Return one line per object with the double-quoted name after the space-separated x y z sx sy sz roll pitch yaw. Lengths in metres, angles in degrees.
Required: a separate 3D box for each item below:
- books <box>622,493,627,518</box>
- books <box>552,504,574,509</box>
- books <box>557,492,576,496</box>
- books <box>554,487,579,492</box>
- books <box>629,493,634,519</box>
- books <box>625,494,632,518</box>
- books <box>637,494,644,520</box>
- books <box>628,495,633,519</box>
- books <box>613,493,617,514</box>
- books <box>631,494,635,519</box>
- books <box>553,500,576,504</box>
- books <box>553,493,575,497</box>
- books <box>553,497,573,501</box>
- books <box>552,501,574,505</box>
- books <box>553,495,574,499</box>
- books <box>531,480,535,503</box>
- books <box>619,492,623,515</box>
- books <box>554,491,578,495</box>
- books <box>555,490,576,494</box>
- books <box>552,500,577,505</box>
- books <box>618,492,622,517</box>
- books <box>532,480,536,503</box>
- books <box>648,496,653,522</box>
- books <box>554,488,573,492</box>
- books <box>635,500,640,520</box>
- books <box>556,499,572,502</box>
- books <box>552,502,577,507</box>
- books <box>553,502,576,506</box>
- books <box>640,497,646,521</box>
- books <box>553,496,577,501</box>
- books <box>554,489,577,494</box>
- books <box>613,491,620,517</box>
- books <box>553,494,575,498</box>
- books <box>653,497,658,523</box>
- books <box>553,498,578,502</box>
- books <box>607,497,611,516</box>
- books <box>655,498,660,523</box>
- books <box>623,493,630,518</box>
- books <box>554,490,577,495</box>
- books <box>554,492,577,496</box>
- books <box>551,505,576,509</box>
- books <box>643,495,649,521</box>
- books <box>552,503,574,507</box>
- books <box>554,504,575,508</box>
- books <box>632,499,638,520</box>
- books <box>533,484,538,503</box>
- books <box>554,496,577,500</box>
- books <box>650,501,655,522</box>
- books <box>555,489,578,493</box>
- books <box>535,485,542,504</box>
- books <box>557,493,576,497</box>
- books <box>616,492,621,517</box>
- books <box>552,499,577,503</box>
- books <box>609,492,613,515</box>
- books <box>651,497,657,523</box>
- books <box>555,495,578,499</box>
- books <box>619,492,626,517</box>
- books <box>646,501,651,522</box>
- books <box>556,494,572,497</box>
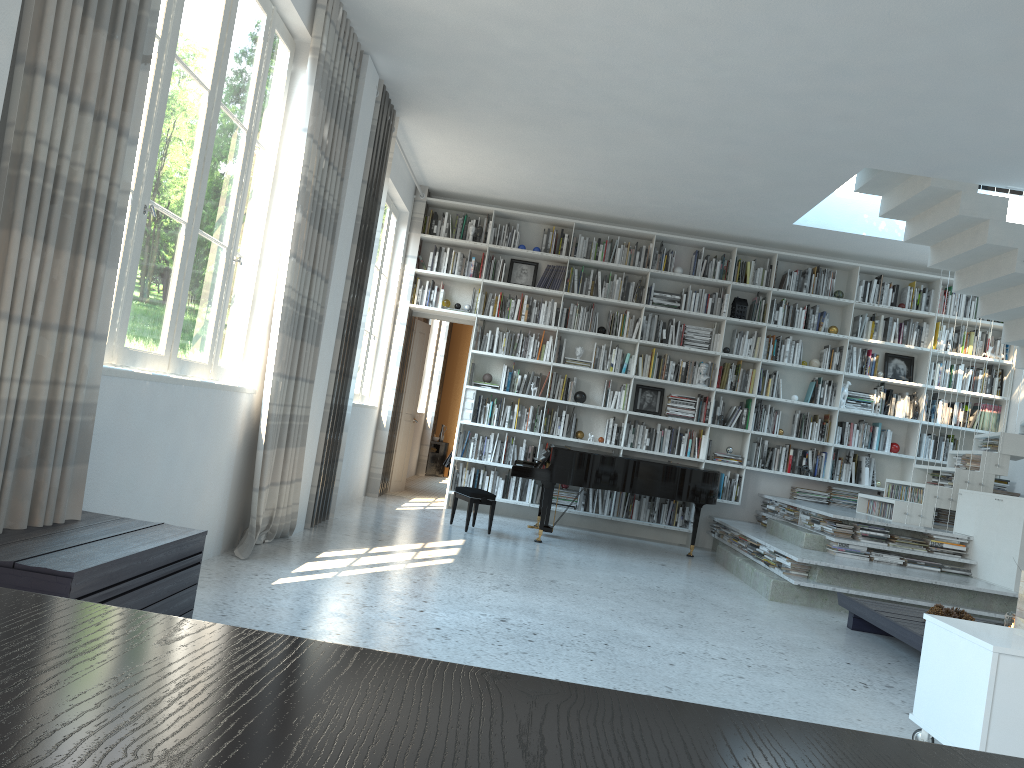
1.163 1.212 9.190 0.012 0.337 0.144 9 -2 2 "books"
0.520 1.263 9.203 0.254 0.007 0.161 9 -3 6 "books"
0.542 1.131 9.208 0.254 0.006 0.161 9 -3 6 "books"
0.548 1.094 9.206 0.285 0.005 0.159 9 -3 7 "books"
1.238 1.255 9.199 0.012 0.276 0.154 9 -2 2 "books"
1.207 1.265 9.198 0.022 0.247 0.144 9 -2 2 "books"
1.326 1.260 9.192 0.026 0.294 0.155 9 -2 2 "books"
1.223 1.271 9.194 0.012 0.238 0.128 9 -2 2 "books"
1.058 1.246 9.205 0.010 0.237 0.134 9 -2 2 "books"
1.248 1.267 9.199 0.012 0.255 0.150 9 -2 2 "books"
0.529 1.216 9.205 0.254 0.007 0.161 9 -3 -2 "books"
0.537 1.147 9.214 0.285 0.005 0.159 9 -3 1 "books"
0.533 1.189 9.212 0.254 0.007 0.161 9 -3 3 "books"
0.527 1.230 9.205 0.254 0.007 0.161 9 -3 -2 "books"
0.534 1.169 9.215 0.254 0.006 0.161 9 -3 2 "books"
0.222 1.089 9.225 0.012 0.285 0.159 9 -2 2 "books"
1.123 1.246 9.210 0.010 0.259 0.131 9 -2 2 "books"
0.543 1.126 9.210 0.285 0.005 0.159 9 -3 -1 "books"
0.545 1.116 9.217 0.254 0.006 0.161 9 -3 2 "books"
0.528 1.222 9.209 0.285 0.007 0.159 9 -3 4 "books"
1.117 1.203 9.199 0.014 0.340 0.140 9 -2 2 "books"
0.230 1.118 9.227 0.012 0.230 0.138 9 -2 2 "books"
1.426 1.280 9.176 0.013 0.285 0.185 9 -2 2 "books"
0.548 1.100 9.215 0.254 0.006 0.161 9 -3 3 "books"
1.291 1.304 9.202 0.030 0.196 0.143 9 -2 2 "books"
0.531 1.202 9.212 0.254 0.007 0.161 9 -3 3 "books"
0.523 1.242 9.204 0.285 0.007 0.159 9 -3 -2 "books"
0.526 1.236 9.202 0.285 0.007 0.159 9 -3 7 "books"
1.349 1.294 9.193 0.030 0.234 0.138 9 -2 2 "books"
0.534 1.182 9.213 0.285 0.007 0.159 9 -3 3 "books"
0.546 1.110 9.217 0.254 0.006 0.161 9 -3 2 "books"
1.077 1.239 9.181 0.026 0.256 0.183 9 -2 2 "books"
0.535 1.158 9.214 0.254 0.006 0.161 9 -3 1 "books"
1.475 1.286 9.172 0.014 0.288 0.185 9 -2 2 "books"
0.532 1.195 9.203 0.285 0.007 0.159 9 -3 -3 "books"
0.995 1.265 9.191 0.024 0.179 0.171 9 -2 2 "books"
1.492 1.302 9.187 0.024 0.262 0.131 9 -2 2 "books"
1.184 1.228 9.190 0.034 0.311 0.170 9 -2 2 "books"
0.544 1.121 9.206 0.254 0.006 0.161 9 -3 -3 "books"
0.538 1.136 9.207 0.285 0.005 0.159 9 -3 -2 "books"
0.519 1.270 9.213 0.285 0.007 0.159 9 -3 2 "books"
1.380 1.285 9.192 0.028 0.261 0.132 9 -2 2 "books"
0.522 1.250 9.210 0.254 0.007 0.161 9 -3 3 "books"
0.521 1.257 9.212 0.254 0.007 0.161 9 -3 2 "books"
1.263 1.293 9.173 0.028 0.206 0.175 9 -2 2 "books"
0.245 1.137 9.222 0.025 0.198 0.160 9 -2 2 "books"
0.535 1.175 9.216 0.285 0.007 0.159 9 -3 2 "books"
1.438 1.318 9.179 0.022 0.212 0.167 9 -2 2 "books"
0.547 1.105 9.218 0.285 0.005 0.159 9 -3 2 "books"
0.282 1.150 9.213 0.053 0.184 0.148 9 -2 2 "books"
0.538 1.142 9.216 0.254 0.006 0.161 9 -3 2 "books"
1.100 1.220 9.182 0.014 0.300 0.184 9 -2 2 "books"
0.530 1.209 9.205 0.285 0.007 0.159 9 -3 -2 "books"
1.022 1.241 9.210 0.021 0.237 0.115 9 -2 2 "books"
1.465 1.260 9.172 0.014 0.335 0.183 9 -2 2 "books"
0.534 1.163 9.211 0.285 0.005 0.159 9 -3 0 "books"
1.140 1.246 9.199 0.025 0.263 0.145 9 -2 2 "books"
1.402 1.318 9.188 0.024 0.203 0.144 9 -2 2 "books"
0.536 1.153 9.214 0.285 0.005 0.159 9 -3 3 "books"
